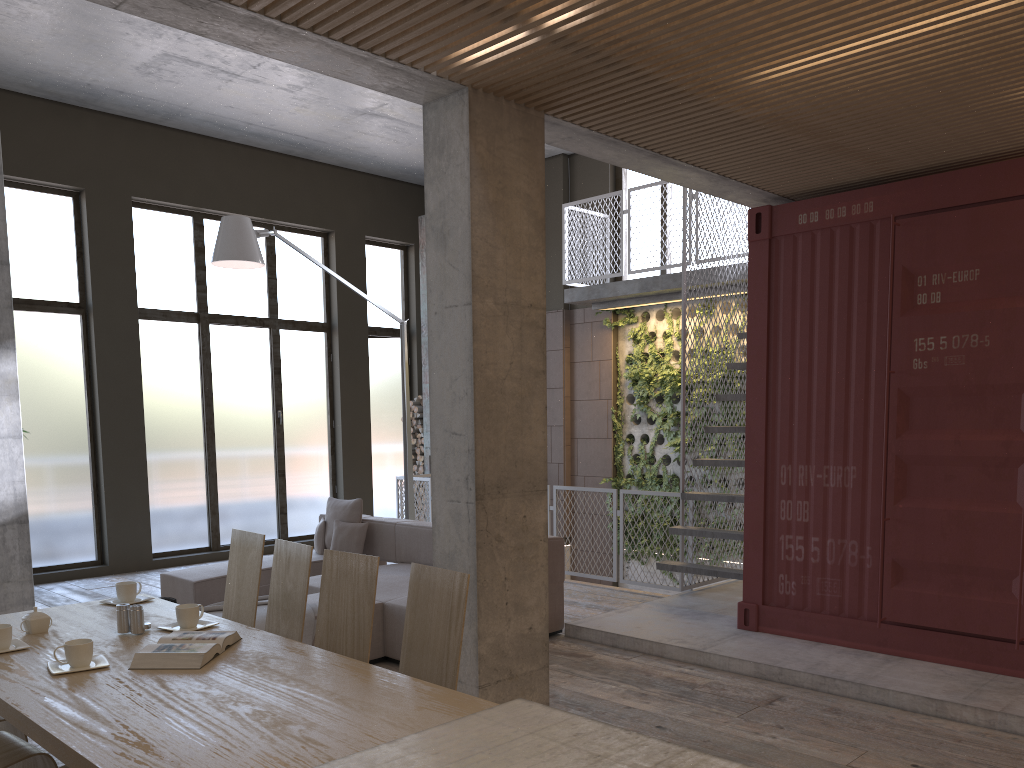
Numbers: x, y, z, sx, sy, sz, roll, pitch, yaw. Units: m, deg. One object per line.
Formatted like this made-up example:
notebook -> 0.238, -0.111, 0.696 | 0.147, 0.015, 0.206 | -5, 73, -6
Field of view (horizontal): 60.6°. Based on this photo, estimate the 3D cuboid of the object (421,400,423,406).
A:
object -> -1.187, 0.276, 12.780 | 0.293, 0.109, 0.099 | 0, 1, -44

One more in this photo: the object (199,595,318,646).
object -> -2.067, 1.704, 5.686 | 1.593, 0.508, 1.040 | 0, -1, -27

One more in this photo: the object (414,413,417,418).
object -> -1.248, 0.455, 12.767 | 0.067, 0.067, 0.421 | 1, 0, 44

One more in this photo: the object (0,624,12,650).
object -> -1.928, 0.954, 3.281 | 0.093, 0.089, 0.116 | 0, 1, 9

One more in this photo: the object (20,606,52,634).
object -> -1.931, 0.958, 3.559 | 0.089, 0.113, 0.122 | 1, 3, 36

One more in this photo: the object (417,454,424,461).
object -> -1.192, 1.071, 12.842 | 0.435, 0.094, 0.092 | 1, 0, -44

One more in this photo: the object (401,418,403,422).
object -> -1.435, 0.524, 12.940 | 0.091, 0.093, 0.435 | 1, 0, 44

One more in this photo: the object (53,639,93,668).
object -> -1.508, 0.939, 3.036 | 0.093, 0.089, 0.116 | 0, 1, 19

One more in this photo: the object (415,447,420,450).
object -> -1.270, 0.938, 12.877 | 0.358, 0.075, 0.064 | 1, 1, -43

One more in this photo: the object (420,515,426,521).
object -> -1.200, 1.947, 12.798 | 0.100, 0.104, 0.291 | 1, 0, 44

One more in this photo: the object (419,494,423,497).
object -> -1.236, 1.617, 12.891 | 0.331, 0.057, 0.088 | 1, -1, -44

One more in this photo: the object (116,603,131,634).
object -> -1.554, 0.938, 3.509 | 0.052, 0.113, 0.052 | -1, 5, 0

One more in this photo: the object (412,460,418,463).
object -> -1.402, 1.130, 12.923 | 0.421, 0.073, 0.071 | 1, 0, -44

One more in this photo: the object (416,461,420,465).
object -> -1.222, 1.153, 12.873 | 0.421, 0.068, 0.067 | 1, 0, -44

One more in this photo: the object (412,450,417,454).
object -> -1.372, 1.004, 12.976 | 0.453, 0.090, 0.090 | 1, 0, -43

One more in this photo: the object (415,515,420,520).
object -> -1.243, 1.944, 12.964 | 0.090, 0.090, 0.453 | 1, 0, 43

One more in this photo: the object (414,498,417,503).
object -> -1.363, 1.725, 13.055 | 0.453, 0.090, 0.090 | 1, 0, -43

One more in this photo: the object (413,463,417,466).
object -> -1.323, 1.203, 13.001 | 0.453, 0.090, 0.090 | 1, 0, -44

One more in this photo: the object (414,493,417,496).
object -> -1.332, 1.641, 12.978 | 0.093, 0.084, 0.477 | 1, 0, 44

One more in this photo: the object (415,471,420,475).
object -> -1.272, 1.294, 12.923 | 0.064, 0.075, 0.358 | 2, 0, 43

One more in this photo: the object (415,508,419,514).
object -> -1.268, 1.867, 13.002 | 0.477, 0.084, 0.093 | 1, 0, -44

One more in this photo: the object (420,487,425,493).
object -> -1.129, 1.536, 12.826 | 0.477, 0.084, 0.093 | 1, 0, -44

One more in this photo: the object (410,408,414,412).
object -> -1.364, 0.368, 12.839 | 0.112, 0.080, 0.433 | 0, -1, 44

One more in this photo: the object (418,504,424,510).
object -> -1.183, 1.793, 12.921 | 0.435, 0.094, 0.092 | 1, 0, -44

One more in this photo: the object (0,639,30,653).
object -> -1.930, 0.994, 3.294 | 0.184, 0.014, 0.185 | 1, -3, -42

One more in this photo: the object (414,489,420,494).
object -> -1.269, 1.565, 12.940 | 0.114, 0.080, 0.433 | 0, -1, 44

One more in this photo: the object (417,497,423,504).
object -> -1.253, 1.692, 12.874 | 0.098, 0.108, 0.293 | 2, 1, 44

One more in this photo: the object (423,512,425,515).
object -> -1.196, 1.871, 12.784 | 0.062, 0.048, 0.249 | 0, -1, 44

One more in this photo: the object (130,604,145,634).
object -> -1.496, 0.938, 3.499 | 0.052, 0.111, 0.052 | -1, 5, 0

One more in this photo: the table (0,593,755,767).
table -> -0.326, 1.361, 2.223 | 5.178, 0.931, 1.006 | -3, 0, 45

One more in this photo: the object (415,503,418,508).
object -> -1.300, 1.796, 13.057 | 0.433, 0.080, 0.114 | 1, -1, -44

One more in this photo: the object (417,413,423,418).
object -> -1.191, 0.451, 12.711 | 0.066, 0.068, 0.421 | 1, 0, 44

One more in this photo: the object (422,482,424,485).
object -> -1.119, 1.456, 12.839 | 0.114, 0.080, 0.433 | 0, -1, 44

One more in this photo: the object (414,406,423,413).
object -> -1.226, 0.373, 12.726 | 0.093, 0.094, 0.435 | 1, 0, 44

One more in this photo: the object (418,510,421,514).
object -> -1.213, 1.874, 12.951 | 0.421, 0.068, 0.067 | 1, 0, -44

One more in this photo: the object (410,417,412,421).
object -> -1.376, 0.496, 12.873 | 0.090, 0.090, 0.453 | 1, 0, 44

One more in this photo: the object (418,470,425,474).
object -> -1.203, 1.277, 12.847 | 0.362, 0.068, 0.121 | 1, -1, -44

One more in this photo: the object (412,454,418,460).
object -> -1.309, 1.075, 12.979 | 0.433, 0.080, 0.114 | 1, -1, -44

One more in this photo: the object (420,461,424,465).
object -> -1.165, 1.148, 12.816 | 0.421, 0.068, 0.067 | 1, 0, -44

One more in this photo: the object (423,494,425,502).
object -> -1.138, 1.647, 12.800 | 0.362, 0.126, 0.063 | 1, 2, -44

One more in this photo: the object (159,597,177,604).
object -> -2.200, 1.432, 5.547 | 0.301, 0.171, 0.297 | -1, 0, 32

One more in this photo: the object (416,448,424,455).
object -> -1.262, 0.971, 12.795 | 0.098, 0.108, 0.293 | 2, 1, 44

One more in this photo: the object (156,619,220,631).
object -> -1.332, 0.998, 3.610 | 0.185, 0.014, 0.184 | -2, -3, 31

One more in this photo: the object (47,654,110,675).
object -> -1.508, 0.978, 3.050 | 0.185, 0.014, 0.184 | 1, -3, -32

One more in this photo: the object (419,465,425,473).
object -> -1.209, 1.226, 12.720 | 0.100, 0.104, 0.291 | 1, 0, 44

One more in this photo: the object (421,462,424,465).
object -> -1.205, 1.150, 12.705 | 0.062, 0.048, 0.249 | 0, -1, 44

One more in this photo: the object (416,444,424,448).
object -> -1.245, 0.895, 12.812 | 0.331, 0.057, 0.088 | 1, -1, -44

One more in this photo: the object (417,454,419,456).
object -> -1.229, 1.059, 12.914 | 0.361, 0.087, 0.101 | 1, 0, -44

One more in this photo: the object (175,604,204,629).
object -> -1.334, 0.956, 3.619 | 0.093, 0.089, 0.116 | -1, 1, -2

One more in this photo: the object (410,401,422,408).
object -> -1.362, 0.297, 12.767 | 0.103, 0.104, 0.291 | 1, 0, 44

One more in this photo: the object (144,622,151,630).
object -> -1.496, 0.985, 3.569 | 0.050, 0.019, 0.050 | -1, -1, 27

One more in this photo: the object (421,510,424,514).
object -> -1.155, 1.869, 12.894 | 0.421, 0.068, 0.067 | 1, 0, -44
